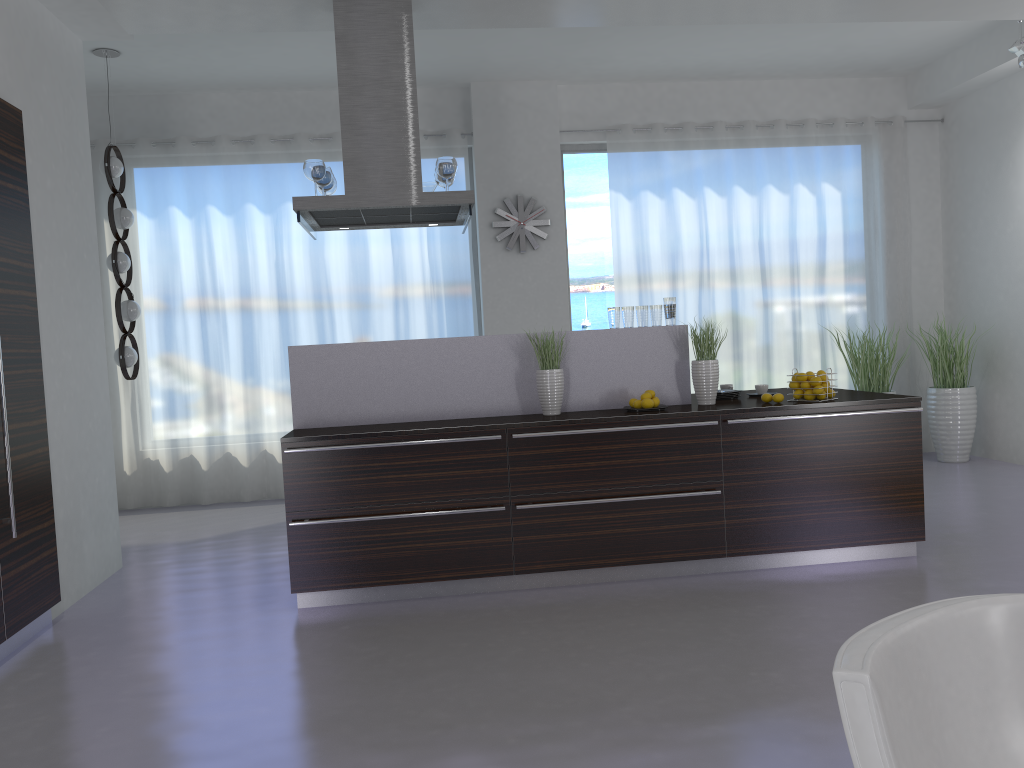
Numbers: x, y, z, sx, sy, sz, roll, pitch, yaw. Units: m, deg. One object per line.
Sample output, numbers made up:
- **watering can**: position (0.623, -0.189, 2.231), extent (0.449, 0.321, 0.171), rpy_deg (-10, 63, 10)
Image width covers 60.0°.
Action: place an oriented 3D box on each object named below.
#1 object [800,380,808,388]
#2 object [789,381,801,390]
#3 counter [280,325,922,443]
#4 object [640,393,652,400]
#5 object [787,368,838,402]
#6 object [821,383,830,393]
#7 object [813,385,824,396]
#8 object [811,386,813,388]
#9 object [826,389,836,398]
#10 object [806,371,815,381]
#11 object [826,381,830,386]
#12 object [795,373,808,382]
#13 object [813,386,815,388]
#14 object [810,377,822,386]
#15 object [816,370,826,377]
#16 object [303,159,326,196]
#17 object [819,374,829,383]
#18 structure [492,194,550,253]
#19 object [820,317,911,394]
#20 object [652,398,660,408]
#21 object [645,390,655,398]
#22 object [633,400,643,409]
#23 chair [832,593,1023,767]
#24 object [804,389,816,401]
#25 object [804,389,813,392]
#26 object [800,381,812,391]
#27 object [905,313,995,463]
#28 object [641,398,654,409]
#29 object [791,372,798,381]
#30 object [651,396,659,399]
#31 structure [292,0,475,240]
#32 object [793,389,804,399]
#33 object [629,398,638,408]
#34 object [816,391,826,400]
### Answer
- **object**: position (1.588, 0.003, 4.818), extent (0.064, 0.053, 0.051), rpy_deg (-3, 3, -3)
- **object**: position (1.532, 0.008, 4.804), extent (0.053, 0.051, 0.063), rpy_deg (-5, 3, -37)
- **counter**: position (0.452, 0.341, 5.118), extent (3.291, 1.300, 1.302), rpy_deg (-3, 3, -6)
- **object**: position (0.716, 0.069, 4.737), extent (0.061, 0.047, 0.053), rpy_deg (-3, 3, -3)
- **object**: position (1.624, 0.000, 4.799), extent (0.189, 0.174, 0.207), rpy_deg (-6, 4, -41)
- **object**: position (1.674, 0.022, 4.754), extent (0.061, 0.055, 0.051), rpy_deg (-5, 3, -27)
- **object**: position (1.625, 0.034, 4.706), extent (0.061, 0.054, 0.052), rpy_deg (-5, 3, -29)
- **object**: position (1.658, 0.031, 4.859), extent (0.052, 0.053, 0.062), rpy_deg (-1, 3, 31)
- **object**: position (1.720, 0.053, 4.794), extent (0.053, 0.052, 0.062), rpy_deg (-1, 3, 33)
- **object**: position (1.612, -0.042, 4.796), extent (0.051, 0.053, 0.063), rpy_deg (-3, 3, -5)
- **object**: position (1.697, 0.003, 4.807), extent (0.053, 0.054, 0.061), rpy_deg (-1, 4, 40)
- **object**: position (1.558, -0.035, 4.771), extent (0.063, 0.051, 0.053), rpy_deg (-1, 4, 41)
- **object**: position (1.648, 0.019, 4.770), extent (0.051, 0.053, 0.062), rpy_deg (-3, 3, 2)
- **object**: position (1.620, -0.013, 4.730), extent (0.061, 0.052, 0.053), rpy_deg (-3, 3, 7)
- **object**: position (1.683, -0.046, 4.822), extent (0.050, 0.060, 0.059), rpy_deg (-3, 3, -7)
- **object**: position (-1.094, -1.130, 4.933), extent (0.125, 0.221, 0.125), rpy_deg (-2, 3, 19)
- **object**: position (1.671, -0.029, 4.757), extent (0.051, 0.053, 0.063), rpy_deg (-3, 3, 7)
- **structure**: position (0.082, -1.388, 7.678), extent (0.505, 0.505, 0.076), rpy_deg (-3, 3, -6)
- **object**: position (3.119, 0.056, 7.648), extent (0.713, 1.334, 0.656), rpy_deg (-3, 3, -6)
- **object**: position (0.761, 0.101, 4.740), extent (0.061, 0.054, 0.052), rpy_deg (-5, 3, -29)
- **object**: position (0.743, 0.055, 4.781), extent (0.053, 0.048, 0.063), rpy_deg (-5, 4, -40)
- **object**: position (0.676, 0.110, 4.734), extent (0.063, 0.051, 0.053), rpy_deg (-3, 3, -2)
- **chair**: position (0.799, 0.760, 1.174), extent (0.508, 0.805, 0.620), rpy_deg (-5, 3, -36)
- **object**: position (1.597, 0.060, 4.754), extent (0.064, 0.063, 0.074), rpy_deg (-2, 3, 14)
- **object**: position (1.611, 0.052, 4.794), extent (0.057, 0.060, 0.052), rpy_deg (-3, 3, 0)
- **object**: position (1.579, 0.009, 4.763), extent (0.062, 0.053, 0.052), rpy_deg (-5, 3, -34)
- **object**: position (3.772, 0.016, 7.750), extent (0.656, 1.334, 0.713), rpy_deg (-4, 3, -22)
- **object**: position (0.717, 0.105, 4.692), extent (0.070, 0.058, 0.060), rpy_deg (-3, 3, -7)
- **object**: position (1.549, -0.033, 4.823), extent (0.052, 0.060, 0.057), rpy_deg (-4, 3, -18)
- **object**: position (0.771, 0.094, 4.796), extent (0.051, 0.053, 0.063), rpy_deg (-1, 3, 34)
- **structure**: position (-0.772, -1.539, 5.250), extent (0.981, 1.231, 0.915), rpy_deg (-3, 3, -6)
- **object**: position (1.548, 0.055, 4.792), extent (0.060, 0.057, 0.052), rpy_deg (-3, 3, -4)
- **object**: position (0.662, 0.104, 4.789), extent (0.061, 0.054, 0.052), rpy_deg (-1, 4, 41)
- **object**: position (1.653, 0.059, 4.738), extent (0.051, 0.053, 0.063), rpy_deg (-3, 3, 2)
